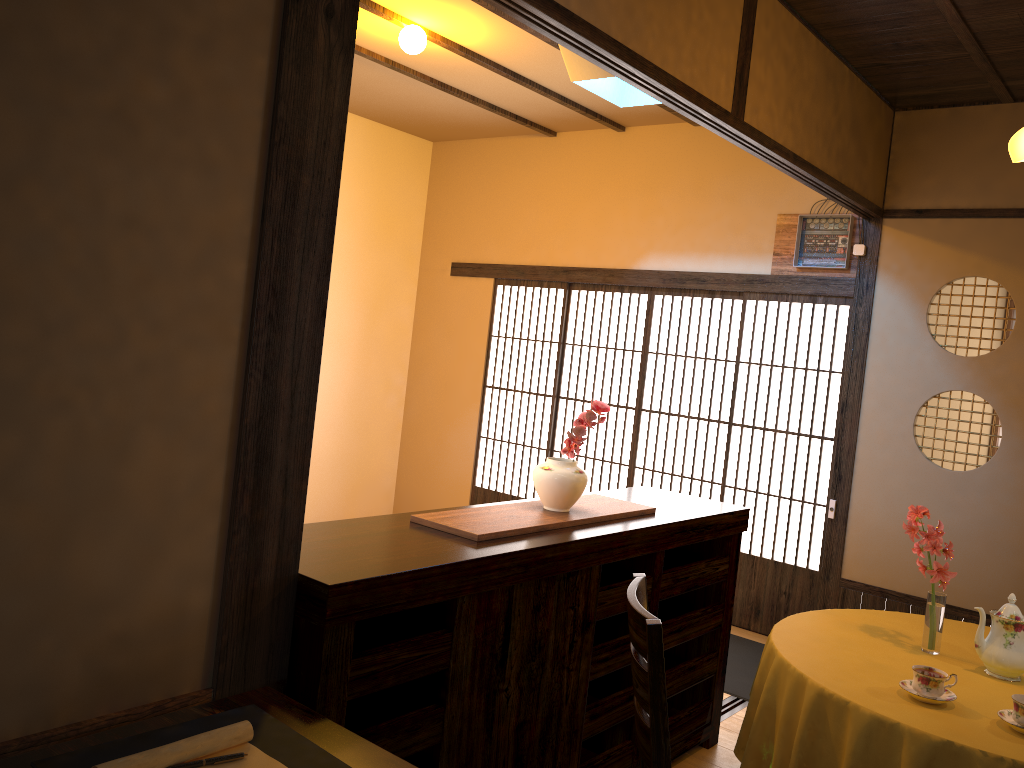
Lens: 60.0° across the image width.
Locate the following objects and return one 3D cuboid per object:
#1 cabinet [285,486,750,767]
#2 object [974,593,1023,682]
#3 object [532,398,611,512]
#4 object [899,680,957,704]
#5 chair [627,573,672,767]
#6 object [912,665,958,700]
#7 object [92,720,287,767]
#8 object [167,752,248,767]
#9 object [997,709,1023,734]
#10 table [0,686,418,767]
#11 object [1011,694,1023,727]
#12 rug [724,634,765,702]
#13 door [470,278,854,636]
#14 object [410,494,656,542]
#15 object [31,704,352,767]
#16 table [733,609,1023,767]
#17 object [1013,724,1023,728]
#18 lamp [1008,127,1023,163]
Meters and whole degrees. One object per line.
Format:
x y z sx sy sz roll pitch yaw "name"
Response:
0.046 0.922 2.911 0.490 0.970 2.183 7 2 39 "cabinet"
1.505 0.758 2.677 0.153 0.252 0.164 5 2 -38 "object"
0.220 0.238 3.029 0.320 0.378 0.190 5 2 -43 "object"
1.128 0.843 2.408 0.144 0.024 0.144 6 3 -1 "object"
0.514 1.016 2.143 0.577 0.960 0.491 6 1 4 "chair"
1.133 0.811 2.403 0.090 0.076 0.099 5 2 -27 "object"
-0.400 0.629 1.336 0.430 0.038 0.275 8 3 39 "object"
-0.505 0.625 1.464 0.141 0.010 0.012 4 3 -36 "object"
1.315 0.871 2.257 0.144 0.024 0.144 6 3 -1 "object"
-0.365 0.825 1.311 0.882 0.336 0.599 8 3 39 "table"
1.317 0.838 2.252 0.090 0.076 0.099 7 2 23 "object"
1.935 1.570 4.012 2.960 0.005 0.900 8 3 39 "rug"
0.809 0.356 5.845 2.653 1.999 0.066 8 2 39 "door"
0.112 0.430 2.933 0.268 0.020 0.996 8 3 38 "object"
-0.353 0.656 1.314 0.762 0.003 0.405 9 3 42 "object"
1.410 1.224 2.657 1.447 0.695 1.441 8 3 39 "table"
1.309 0.863 2.205 0.126 0.019 0.029 9 3 42 "object"
1.675 -1.055 2.637 0.276 0.810 0.250 6 1 -30 "lamp"
